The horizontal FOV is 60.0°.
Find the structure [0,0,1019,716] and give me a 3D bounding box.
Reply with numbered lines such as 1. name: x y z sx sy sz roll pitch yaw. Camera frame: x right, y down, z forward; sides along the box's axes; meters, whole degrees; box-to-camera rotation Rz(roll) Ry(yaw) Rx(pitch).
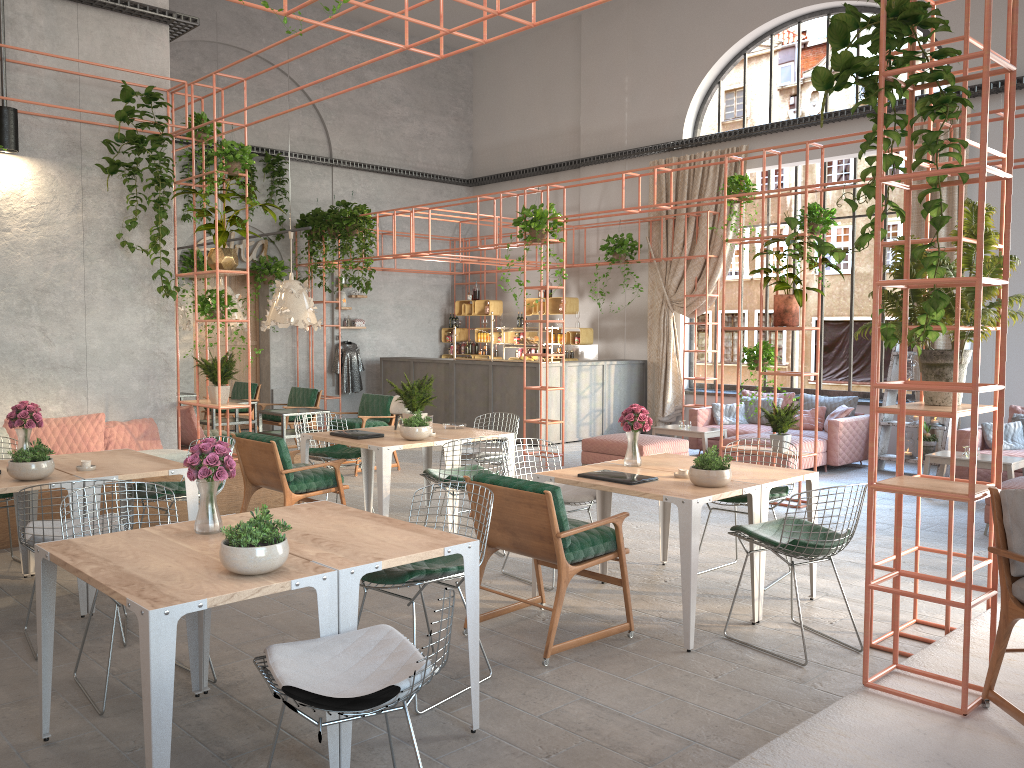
1. structure: -4.087 -1.104 7.269 4.501 4.345 14.096 -3 5 -45

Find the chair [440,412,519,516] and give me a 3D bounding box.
1. chair: -0.292 0.758 8.233 0.565 0.941 0.717 3 5 43

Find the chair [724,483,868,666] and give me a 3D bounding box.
1. chair: 1.563 0.964 4.873 0.565 0.941 0.717 -2 4 -27

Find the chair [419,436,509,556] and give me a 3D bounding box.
1. chair: -0.370 0.839 6.873 0.565 0.941 0.717 -2 4 -27

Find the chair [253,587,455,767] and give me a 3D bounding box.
1. chair: -0.528 1.073 2.953 0.565 0.941 0.717 -2 4 -27

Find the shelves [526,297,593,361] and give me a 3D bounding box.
1. shelves: 0.659 -0.589 15.588 0.328 1.838 1.750 -3 5 -44

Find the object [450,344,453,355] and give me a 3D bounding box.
1. object: -1.173 -0.676 17.336 0.070 0.209 0.070 3 4 36

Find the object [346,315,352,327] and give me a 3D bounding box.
1. object: -2.950 -1.137 16.009 0.081 0.204 0.081 -3 5 -43

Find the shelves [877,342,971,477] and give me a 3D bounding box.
1. shelves: 5.045 0.284 10.953 0.856 1.618 0.842 -3 5 -44

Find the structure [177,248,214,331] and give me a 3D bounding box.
1. structure: -5.144 -1.600 14.087 0.921 1.527 0.950 0 3 -10

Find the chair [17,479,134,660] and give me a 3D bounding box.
1. chair: -2.414 0.950 4.929 0.565 0.941 0.717 -2 4 -27

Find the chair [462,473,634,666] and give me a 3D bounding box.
1. chair: 0.192 0.959 4.963 0.685 0.917 0.722 -3 5 -44

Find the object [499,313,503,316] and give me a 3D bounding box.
1. object: -0.206 -1.180 16.516 0.075 0.273 0.075 1 4 13

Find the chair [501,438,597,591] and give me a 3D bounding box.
1. chair: 0.276 0.880 6.210 0.565 0.941 0.717 -3 5 -42

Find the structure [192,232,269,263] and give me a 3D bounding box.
1. structure: -4.590 -2.236 14.502 1.312 0.505 0.063 -3 5 -44

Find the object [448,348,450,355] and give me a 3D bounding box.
1. object: -1.225 -0.641 17.409 0.073 0.131 0.073 -1 4 -19

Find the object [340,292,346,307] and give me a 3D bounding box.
1. object: -3.039 -1.547 15.893 0.136 0.336 0.145 -2 4 -29

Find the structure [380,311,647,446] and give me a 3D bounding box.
1. structure: -0.058 -0.218 15.474 2.579 2.022 4.057 -3 5 -44

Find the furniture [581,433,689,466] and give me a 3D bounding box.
1. furniture: 1.503 0.857 10.837 0.941 0.446 0.976 -3 5 -44

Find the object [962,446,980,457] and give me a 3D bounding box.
1. object: 4.683 0.720 9.103 0.199 0.145 0.156 -2 4 -29

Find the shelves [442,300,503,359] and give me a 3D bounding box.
1. shelves: -0.665 -0.675 16.976 0.328 1.838 1.750 -3 5 -44

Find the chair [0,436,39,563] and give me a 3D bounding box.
1. chair: -3.700 0.866 6.266 0.565 0.941 0.717 -3 5 -42

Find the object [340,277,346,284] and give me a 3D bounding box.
1. object: -3.038 -1.849 15.865 0.133 0.145 0.133 1 3 8

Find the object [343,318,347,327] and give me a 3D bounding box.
1. object: -3.006 -1.106 15.946 0.063 0.151 0.063 2 4 32

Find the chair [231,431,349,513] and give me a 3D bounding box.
1. chair: -1.740 0.834 6.964 0.685 0.917 0.722 -3 5 -44

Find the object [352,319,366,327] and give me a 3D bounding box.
1. object: -2.794 -1.112 16.159 0.219 0.149 0.129 -3 5 -44

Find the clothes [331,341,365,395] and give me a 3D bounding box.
1. clothes: -2.944 -0.277 16.048 0.366 0.997 0.625 2 4 26

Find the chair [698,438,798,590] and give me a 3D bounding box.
1. chair: 1.641 0.883 6.233 0.565 0.941 0.717 3 5 43

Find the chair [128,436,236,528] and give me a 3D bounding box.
1. chair: -2.336 0.868 6.289 0.565 0.941 0.717 3 5 43

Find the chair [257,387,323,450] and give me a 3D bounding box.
1. chair: -3.068 0.523 12.218 0.685 0.930 0.722 -3 5 -44

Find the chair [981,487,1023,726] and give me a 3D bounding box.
1. chair: 2.260 0.881 3.280 0.722 0.914 0.685 0 3 -4

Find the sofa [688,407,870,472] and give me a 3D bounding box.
1. sofa: 3.247 0.708 11.590 1.960 0.672 2.219 -3 5 -43

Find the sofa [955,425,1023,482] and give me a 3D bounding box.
1. sofa: 5.685 0.867 9.035 1.960 0.672 2.219 -3 5 -43

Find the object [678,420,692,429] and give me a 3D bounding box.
1. object: 2.245 0.561 11.658 0.199 0.145 0.156 -2 4 -29

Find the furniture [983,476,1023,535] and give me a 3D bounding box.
1. furniture: 4.675 1.064 7.513 0.941 0.446 0.976 -3 5 -44

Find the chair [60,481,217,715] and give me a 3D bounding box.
1. chair: -1.814 0.989 4.289 0.565 0.941 0.717 -3 5 -42

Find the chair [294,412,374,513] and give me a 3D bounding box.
1. chair: -1.656 0.756 8.210 0.565 0.941 0.717 -3 5 -42

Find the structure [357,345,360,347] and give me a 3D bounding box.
1. structure: -2.825 -0.694 16.250 0.066 0.044 0.019 -3 5 -44

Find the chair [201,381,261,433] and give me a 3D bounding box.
1. chair: -4.263 0.445 13.471 0.685 0.930 0.722 -3 5 -44

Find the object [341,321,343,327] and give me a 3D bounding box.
1. object: -3.067 -1.111 15.915 0.055 0.164 0.092 -1 4 -25

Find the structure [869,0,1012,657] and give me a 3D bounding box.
1. structure: 2.319 -0.361 4.809 0.624 3.602 0.424 -3 5 -44

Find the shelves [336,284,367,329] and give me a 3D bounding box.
1. shelves: -2.896 -1.392 16.022 0.560 0.790 0.186 -3 5 -43

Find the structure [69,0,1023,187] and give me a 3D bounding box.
1. structure: -1.130 -3.412 7.352 15.603 0.110 15.203 -3 5 -44

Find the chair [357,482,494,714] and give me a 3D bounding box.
1. chair: -0.450 0.992 4.312 0.565 0.941 0.717 3 5 43

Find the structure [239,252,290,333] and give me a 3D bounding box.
1. structure: -4.217 -1.634 15.029 0.921 1.527 0.950 4 5 45

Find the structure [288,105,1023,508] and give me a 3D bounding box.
1. structure: 2.476 -0.771 11.348 4.157 4.247 14.689 -3 5 -44

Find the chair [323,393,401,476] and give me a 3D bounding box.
1. chair: -1.847 0.603 10.939 0.685 0.929 0.722 -3 5 -44

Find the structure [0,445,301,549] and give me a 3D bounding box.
1. structure: -5.653 0.898 9.401 4.386 0.500 5.831 -3 5 -44

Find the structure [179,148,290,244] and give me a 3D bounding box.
1. structure: -4.510 -3.068 14.379 0.856 1.514 1.939 3 4 40
